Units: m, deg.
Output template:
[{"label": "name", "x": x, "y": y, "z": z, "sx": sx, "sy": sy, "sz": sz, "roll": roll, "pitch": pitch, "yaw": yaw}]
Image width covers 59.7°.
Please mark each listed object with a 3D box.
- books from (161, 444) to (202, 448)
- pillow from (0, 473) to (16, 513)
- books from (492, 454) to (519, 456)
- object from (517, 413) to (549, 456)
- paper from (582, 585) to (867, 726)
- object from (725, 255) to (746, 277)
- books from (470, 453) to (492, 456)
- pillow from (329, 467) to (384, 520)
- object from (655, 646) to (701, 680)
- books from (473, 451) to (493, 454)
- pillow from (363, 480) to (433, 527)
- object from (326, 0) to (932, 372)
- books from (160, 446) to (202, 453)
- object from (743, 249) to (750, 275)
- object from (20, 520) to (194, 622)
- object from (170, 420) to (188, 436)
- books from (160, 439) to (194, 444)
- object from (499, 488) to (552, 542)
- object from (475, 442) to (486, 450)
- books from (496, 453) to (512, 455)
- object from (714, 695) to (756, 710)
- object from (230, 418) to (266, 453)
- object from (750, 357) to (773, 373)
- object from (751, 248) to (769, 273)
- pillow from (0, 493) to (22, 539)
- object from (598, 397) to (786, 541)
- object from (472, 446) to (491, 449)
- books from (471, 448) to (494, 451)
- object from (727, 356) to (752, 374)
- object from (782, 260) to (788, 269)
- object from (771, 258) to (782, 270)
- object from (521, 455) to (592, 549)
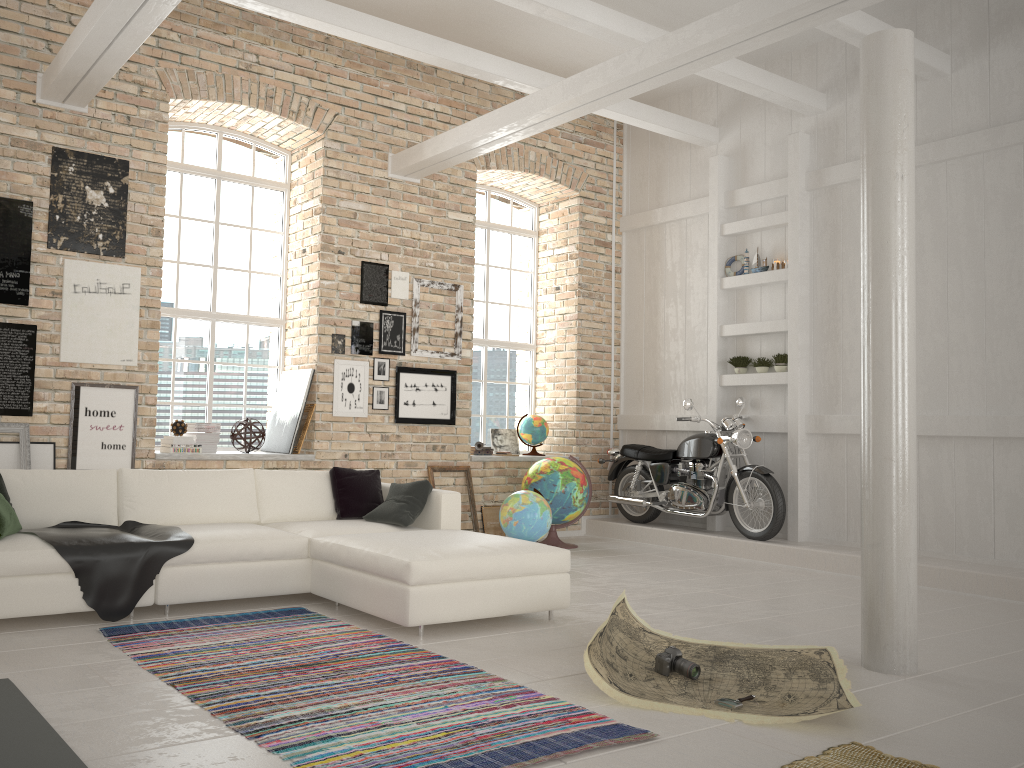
[{"label": "books", "x": -2.730, "y": 0.508, "z": 7.358, "sx": 0.253, "sy": 0.024, "sz": 0.233, "roll": 4, "pitch": -4, "yaw": -40}, {"label": "pillow", "x": -3.007, "y": 0.678, "z": 5.059, "sx": 0.321, "sy": 0.365, "sz": 0.401, "roll": 1, "pitch": -3, "yaw": 8}, {"label": "books", "x": -0.071, "y": 0.733, "z": 9.156, "sx": 0.213, "sy": 0.022, "sz": 0.187, "roll": 4, "pitch": -4, "yaw": -37}, {"label": "object", "x": 0.235, "y": 0.553, "z": 9.688, "sx": 0.310, "sy": 0.465, "sz": 0.349, "roll": 3, "pitch": -4, "yaw": -32}, {"label": "paper", "x": 0.973, "y": 1.203, "z": 4.086, "sx": 1.107, "sy": 0.265, "sz": 1.405, "roll": 1, "pitch": -3, "yaw": 17}, {"label": "object", "x": 2.223, "y": -1.167, "z": 8.835, "sx": 0.250, "sy": 0.229, "sz": 0.066, "roll": -2, "pitch": -4, "yaw": 43}, {"label": "books", "x": -0.356, "y": 0.727, "z": 9.203, "sx": 0.239, "sy": 0.025, "sz": 0.215, "roll": 4, "pitch": -4, "yaw": -36}, {"label": "pillow", "x": -1.114, "y": 0.800, "z": 6.476, "sx": 0.400, "sy": 0.390, "sz": 0.258, "roll": 4, "pitch": -4, "yaw": -36}, {"label": "object", "x": 0.758, "y": 1.264, "z": 4.045, "sx": 0.139, "sy": 0.124, "sz": 0.180, "roll": 4, "pitch": -4, "yaw": -37}, {"label": "books", "x": -0.358, "y": 0.702, "z": 9.208, "sx": 0.238, "sy": 0.029, "sz": 0.216, "roll": 4, "pitch": -4, "yaw": -38}, {"label": "pillow", "x": -0.787, "y": 0.810, "z": 6.165, "sx": 0.444, "sy": 0.305, "sz": 0.318, "roll": -2, "pitch": -4, "yaw": 43}, {"label": "object", "x": 0.658, "y": -1.101, "z": 3.222, "sx": 9.495, "sy": 4.798, "sz": 12.624, "roll": 4, "pitch": -4, "yaw": -37}, {"label": "books", "x": -2.733, "y": 0.544, "z": 7.354, "sx": 0.258, "sy": 0.048, "sz": 0.233, "roll": 4, "pitch": -4, "yaw": -40}, {"label": "object", "x": 2.292, "y": -1.192, "z": 8.711, "sx": 0.069, "sy": 0.267, "sz": 0.066, "roll": 1, "pitch": -3, "yaw": 7}, {"label": "object", "x": -2.352, "y": 1.055, "z": 5.122, "sx": 0.837, "sy": 0.464, "sz": 0.827, "roll": 4, "pitch": -4, "yaw": -39}, {"label": "object", "x": -2.771, "y": 0.365, "z": 7.417, "sx": 0.140, "sy": 0.137, "sz": 0.146, "roll": 2, "pitch": -3, "yaw": -10}, {"label": "books", "x": -2.762, "y": 0.476, "z": 7.353, "sx": 0.207, "sy": 0.041, "sz": 0.190, "roll": -1, "pitch": -4, "yaw": 39}, {"label": "object", "x": 0.113, "y": 1.199, "z": 7.547, "sx": 0.453, "sy": 0.631, "sz": 0.442, "roll": 1, "pitch": -3, "yaw": 3}, {"label": "object", "x": -0.330, "y": 0.639, "z": 9.242, "sx": 0.095, "sy": 0.090, "sz": 0.472, "roll": 1, "pitch": -3, "yaw": 1}, {"label": "books", "x": -0.081, "y": 0.716, "z": 9.157, "sx": 0.143, "sy": 0.014, "sz": 0.099, "roll": -1, "pitch": -4, "yaw": 35}, {"label": "object", "x": 0.935, "y": 1.297, "z": 3.653, "sx": 0.213, "sy": 0.019, "sz": 0.103, "roll": 4, "pitch": -4, "yaw": -41}, {"label": "object", "x": -2.280, "y": 0.445, "z": 7.696, "sx": 0.327, "sy": 0.307, "sz": 0.285, "roll": -2, "pitch": -4, "yaw": 44}, {"label": "object", "x": 2.387, "y": -0.179, "z": 8.496, "sx": 0.239, "sy": 0.158, "sz": 0.216, "roll": -2, "pitch": -4, "yaw": 45}, {"label": "object", "x": 2.378, "y": -1.195, "z": 8.555, "sx": 0.061, "sy": 0.261, "sz": 0.245, "roll": 3, "pitch": -3, "yaw": -25}, {"label": "pillow", "x": -2.845, "y": 0.653, "z": 4.809, "sx": 0.297, "sy": 0.343, "sz": 0.427, "roll": 2, "pitch": -3, "yaw": -13}, {"label": "object", "x": 1.727, "y": 0.781, "z": 8.749, "sx": 0.760, "sy": 1.328, "sz": 2.315, "roll": 4, "pitch": -4, "yaw": -42}, {"label": "object", "x": -0.346, "y": 0.654, "z": 9.207, "sx": 0.200, "sy": 0.021, "sz": 0.169, "roll": 4, "pitch": -4, "yaw": -37}, {"label": "books", "x": -0.351, "y": 0.677, "z": 9.216, "sx": 0.241, "sy": 0.026, "sz": 0.217, "roll": 4, "pitch": -4, "yaw": -41}, {"label": "object", "x": 2.218, "y": -0.185, "z": 8.678, "sx": 0.242, "sy": 0.180, "sz": 0.240, "roll": 0, "pitch": -3, "yaw": 23}, {"label": "object", "x": 2.583, "y": -1.112, "z": 8.346, "sx": 0.109, "sy": 0.088, "sz": 0.104, "roll": 1, "pitch": -3, "yaw": 4}, {"label": "object", "x": 2.508, "y": -1.124, "z": 8.443, "sx": 0.102, "sy": 0.120, "sz": 0.112, "roll": 2, "pitch": -3, "yaw": -20}, {"label": "object", "x": 0.418, "y": 1.147, "z": 8.695, "sx": 0.695, "sy": 0.924, "sz": 0.616, "roll": 0, "pitch": -4, "yaw": 28}]
